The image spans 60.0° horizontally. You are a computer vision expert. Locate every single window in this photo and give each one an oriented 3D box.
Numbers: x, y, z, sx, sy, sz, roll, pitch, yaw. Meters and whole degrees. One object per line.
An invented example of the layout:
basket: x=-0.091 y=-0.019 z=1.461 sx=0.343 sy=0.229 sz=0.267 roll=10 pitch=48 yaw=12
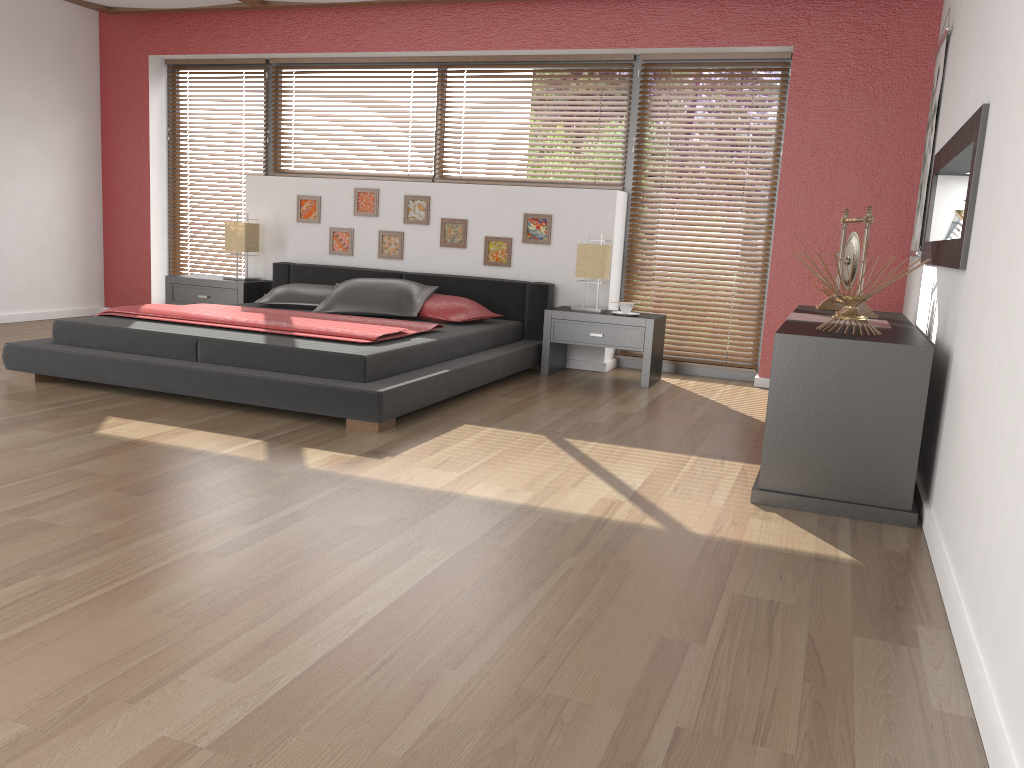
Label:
window: x=-2.378 y=-1.600 z=7.252 sx=0.889 sy=1.893 sz=0.020 roll=7 pitch=10 yaw=20
window: x=-0.520 y=-1.914 z=6.506 sx=2.817 sy=0.786 sz=0.020 roll=7 pitch=10 yaw=20
window: x=1.271 y=-1.160 z=5.946 sx=0.889 sy=1.893 sz=0.020 roll=7 pitch=10 yaw=20

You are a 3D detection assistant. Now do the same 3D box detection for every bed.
bed: x=-1.282 y=-0.370 z=5.299 sx=2.469 sy=0.577 sz=2.413 roll=7 pitch=10 yaw=20

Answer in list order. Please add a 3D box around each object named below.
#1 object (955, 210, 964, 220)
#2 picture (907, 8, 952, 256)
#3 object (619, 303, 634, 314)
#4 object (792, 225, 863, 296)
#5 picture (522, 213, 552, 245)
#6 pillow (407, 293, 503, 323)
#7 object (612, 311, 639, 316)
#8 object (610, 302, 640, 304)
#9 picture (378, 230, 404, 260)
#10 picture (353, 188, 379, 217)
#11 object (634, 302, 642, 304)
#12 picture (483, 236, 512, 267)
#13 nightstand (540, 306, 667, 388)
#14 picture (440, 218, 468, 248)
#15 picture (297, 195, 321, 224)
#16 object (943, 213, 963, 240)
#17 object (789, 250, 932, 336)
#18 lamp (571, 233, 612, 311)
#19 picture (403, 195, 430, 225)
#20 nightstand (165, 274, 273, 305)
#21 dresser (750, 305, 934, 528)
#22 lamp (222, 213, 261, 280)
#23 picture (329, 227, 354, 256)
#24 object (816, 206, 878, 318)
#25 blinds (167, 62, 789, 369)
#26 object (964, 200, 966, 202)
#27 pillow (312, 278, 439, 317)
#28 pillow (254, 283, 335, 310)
object: x=1.734 y=-0.568 z=3.188 sx=0.181 sy=0.116 sz=0.350 roll=5 pitch=10 yaw=10
picture: x=2.206 y=-1.316 z=4.682 sx=0.028 sy=1.270 sz=0.701 roll=7 pitch=10 yaw=20
object: x=0.714 y=-0.472 z=5.553 sx=0.099 sy=0.069 sz=0.099 roll=-6 pitch=14 yaw=-44
object: x=1.767 y=-0.389 z=5.100 sx=0.422 sy=1.035 sz=0.364 roll=3 pitch=10 yaw=-5
picture: x=0.169 y=-1.048 z=5.995 sx=0.200 sy=0.200 sz=0.010 roll=7 pitch=10 yaw=20
pillow: x=-0.471 y=-0.490 z=5.752 sx=0.745 sy=0.172 sz=0.418 roll=11 pitch=12 yaw=38
object: x=0.712 y=-0.440 z=5.558 sx=0.179 sy=0.012 sz=0.179 roll=-6 pitch=14 yaw=-44
object: x=0.707 y=-0.508 z=5.532 sx=0.192 sy=0.007 sz=0.007 roll=2 pitch=10 yaw=-11
picture: x=-0.874 y=-1.002 z=6.395 sx=0.200 sy=0.200 sz=0.010 roll=7 pitch=10 yaw=20
picture: x=-1.055 y=-1.314 z=6.415 sx=0.200 sy=0.200 sz=0.010 roll=7 pitch=10 yaw=20
object: x=0.722 y=-0.510 z=5.550 sx=0.192 sy=0.007 sz=0.007 roll=1 pitch=10 yaw=-15
picture: x=-0.098 y=-0.913 z=6.116 sx=0.200 sy=0.200 sz=0.010 roll=7 pitch=10 yaw=20
nightstand: x=0.588 y=-0.250 z=5.693 sx=0.700 sy=0.423 sz=0.413 roll=7 pitch=10 yaw=20
picture: x=-0.409 y=-1.057 z=6.211 sx=0.200 sy=0.200 sz=0.010 roll=7 pitch=10 yaw=20
picture: x=-1.512 y=-1.298 z=6.590 sx=0.200 sy=0.200 sz=0.010 roll=7 pitch=10 yaw=20
object: x=2.024 y=-0.712 z=3.999 sx=0.041 sy=0.146 sz=0.226 roll=3 pitch=10 yaw=0
object: x=1.240 y=-0.329 z=3.222 sx=0.481 sy=0.282 sz=0.481 roll=1 pitch=10 yaw=-14
lamp: x=0.518 y=-0.723 z=5.692 sx=0.200 sy=0.480 sz=0.200 roll=7 pitch=10 yaw=20
picture: x=-0.675 y=-1.233 z=6.285 sx=0.200 sy=0.200 sz=0.010 roll=7 pitch=10 yaw=20
nightstand: x=-2.196 y=-0.585 z=6.690 sx=0.700 sy=0.423 sz=0.413 roll=7 pitch=10 yaw=20
dresser: x=1.416 y=0.031 z=3.802 sx=0.540 sy=0.608 sz=1.740 roll=7 pitch=10 yaw=20
lamp: x=-2.006 y=-1.027 z=6.595 sx=0.200 sy=0.480 sz=0.200 roll=7 pitch=10 yaw=20
picture: x=-1.258 y=-1.049 z=6.532 sx=0.200 sy=0.200 sz=0.010 roll=7 pitch=10 yaw=20
object: x=1.600 y=-0.582 z=4.180 sx=0.173 sy=0.498 sz=0.490 roll=4 pitch=10 yaw=5
blinds: x=-0.581 y=-1.336 z=6.542 sx=4.840 sy=1.952 sz=0.032 roll=7 pitch=10 yaw=20
object: x=1.915 y=-0.659 z=3.612 sx=0.159 sy=0.171 sz=0.159 roll=0 pitch=10 yaw=-21
pillow: x=-0.890 y=-0.567 z=5.747 sx=0.744 sy=0.241 sz=0.386 roll=6 pitch=10 yaw=15
pillow: x=-1.342 y=-0.586 z=6.007 sx=0.745 sy=0.172 sz=0.418 roll=3 pitch=10 yaw=-5
